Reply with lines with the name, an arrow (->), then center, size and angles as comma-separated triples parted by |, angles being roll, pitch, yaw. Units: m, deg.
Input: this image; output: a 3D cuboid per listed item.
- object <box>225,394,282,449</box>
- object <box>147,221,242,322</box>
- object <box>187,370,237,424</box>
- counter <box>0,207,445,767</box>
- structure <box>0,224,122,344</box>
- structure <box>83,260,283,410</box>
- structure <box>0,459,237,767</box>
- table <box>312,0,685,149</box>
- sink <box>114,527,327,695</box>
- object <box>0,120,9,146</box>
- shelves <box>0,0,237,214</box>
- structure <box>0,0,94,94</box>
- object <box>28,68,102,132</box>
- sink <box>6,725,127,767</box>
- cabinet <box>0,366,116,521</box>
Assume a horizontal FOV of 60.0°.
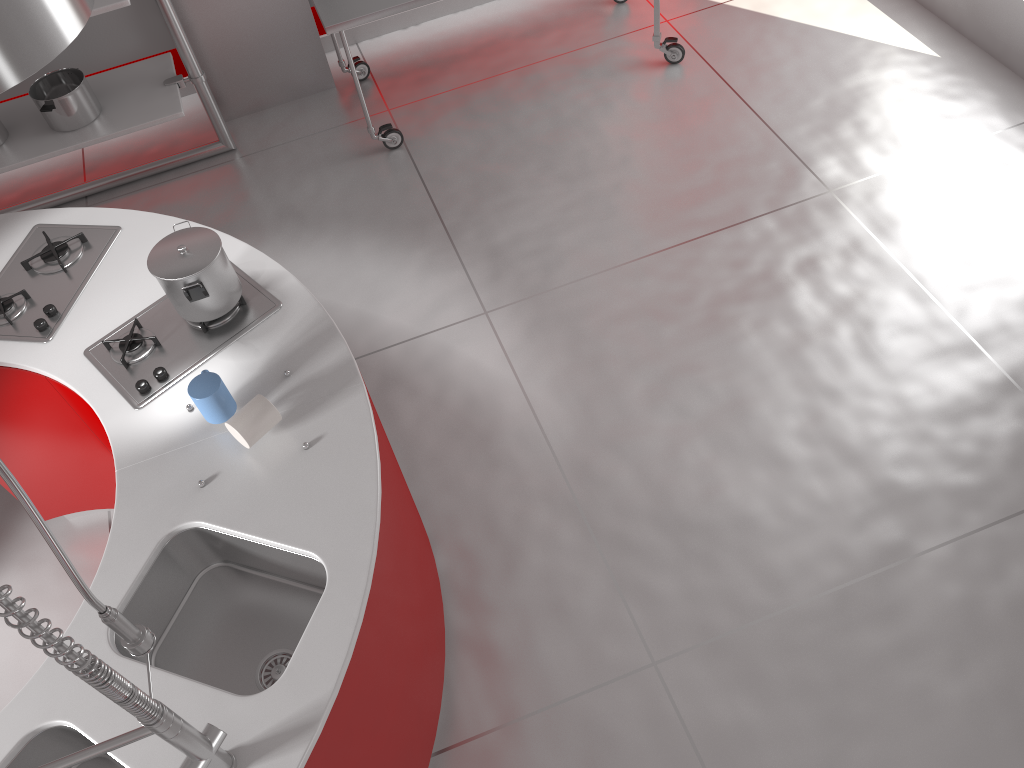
object -> -0.603, 0.079, 2.038 | 0.109, 0.080, 0.100 | 31, 62, 28
object -> -0.808, -0.282, 2.267 | 0.218, 0.185, 0.189 | 23, 59, 24
object -> -0.713, 0.026, 2.086 | 0.109, 0.100, 0.080 | 34, 64, 30
counter -> -1.223, 0.887, 2.146 | 1.868, 0.880, 2.865 | 7, 54, 14
structure -> -1.340, -0.307, 2.513 | 0.303, 0.037, 0.457 | 4, 53, 12
structure -> -0.866, -0.156, 2.318 | 0.457, 0.037, 0.303 | -41, 57, -21
structure -> -0.639, 0.395, 1.285 | 0.178, 0.920, 0.308 | 15, 56, 20
table -> -0.082, -1.761, 4.164 | 1.627, 0.682, 0.749 | -19, 52, -6
sink -> -0.592, 0.515, 1.909 | 0.428, 0.172, 0.326 | 11, 55, 17
object -> -2.297, -1.101, 3.832 | 0.196, 0.122, 0.182 | 19, 57, 22
shelves -> -2.311, -1.658, 3.214 | 1.735, 2.599, 0.535 | -20, 52, -7
structure -> -1.247, -1.007, 1.478 | 0.644, 0.958, 0.644 | 27, 61, 26
object -> -1.938, -1.234, 3.854 | 0.240, 0.161, 0.259 | -34, 55, -17
sink -> -0.797, 0.878, 1.657 | 0.428, 0.172, 0.326 | 22, 59, 24
cabinet -> -1.492, 0.929, 2.116 | 1.025, 0.761, 1.875 | 17, 57, 21
